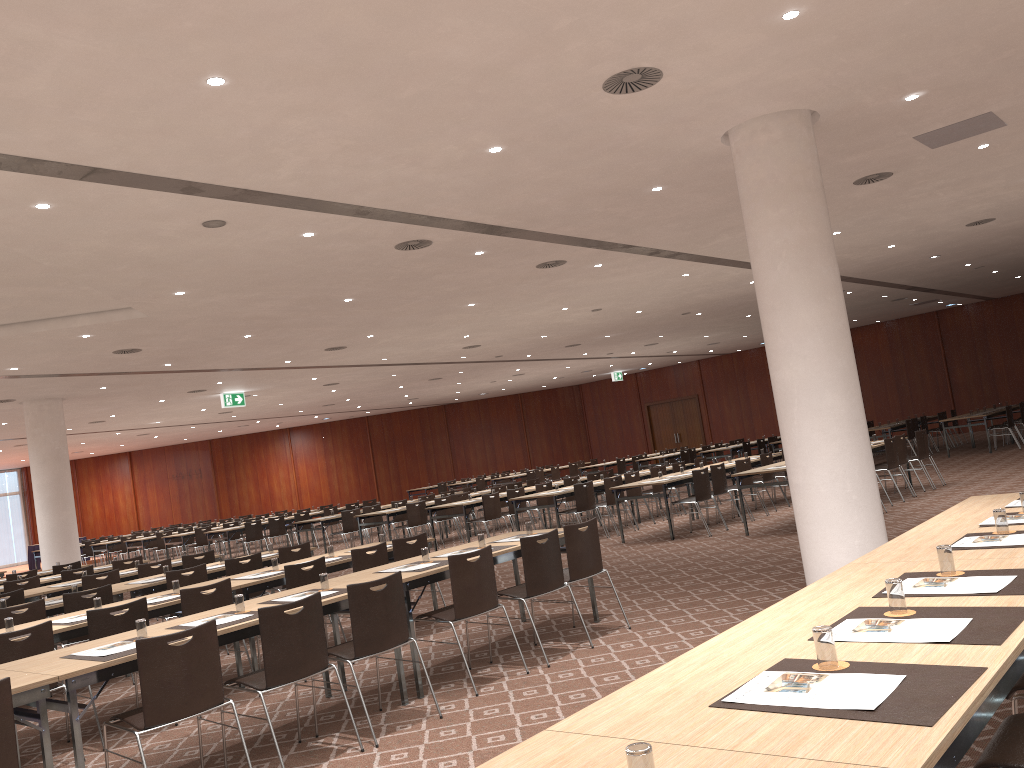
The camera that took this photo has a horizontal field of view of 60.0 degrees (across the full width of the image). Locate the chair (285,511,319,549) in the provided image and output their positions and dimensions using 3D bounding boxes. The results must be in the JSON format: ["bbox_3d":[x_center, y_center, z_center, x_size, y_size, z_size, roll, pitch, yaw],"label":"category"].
[{"bbox_3d":[-5.073,3.546,21.219,0.614,0.939,0.535,-12,-5,40],"label":"chair"}]

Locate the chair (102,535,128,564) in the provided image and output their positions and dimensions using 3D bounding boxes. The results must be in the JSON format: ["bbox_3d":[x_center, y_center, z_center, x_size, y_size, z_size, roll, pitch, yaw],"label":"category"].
[{"bbox_3d":[-11.618,4.921,25.926,0.614,0.939,0.535,-12,-5,41],"label":"chair"}]

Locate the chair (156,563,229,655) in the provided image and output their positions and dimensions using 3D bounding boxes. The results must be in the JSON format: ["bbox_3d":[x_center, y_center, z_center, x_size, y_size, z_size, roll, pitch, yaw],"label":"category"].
[{"bbox_3d":[-3.317,2.326,8.966,0.614,0.939,0.535,-12,-5,41],"label":"chair"}]

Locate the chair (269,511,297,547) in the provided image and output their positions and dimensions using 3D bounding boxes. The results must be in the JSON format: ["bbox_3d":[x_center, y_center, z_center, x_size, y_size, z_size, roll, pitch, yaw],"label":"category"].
[{"bbox_3d":[-5.977,3.840,23.207,0.614,0.939,0.535,-12,-5,39],"label":"chair"}]

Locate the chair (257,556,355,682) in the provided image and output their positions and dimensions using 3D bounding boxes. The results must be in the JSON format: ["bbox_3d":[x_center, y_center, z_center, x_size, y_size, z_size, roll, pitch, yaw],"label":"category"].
[{"bbox_3d":[-1.811,1.986,7.571,0.614,0.939,0.535,-12,-5,37],"label":"chair"}]

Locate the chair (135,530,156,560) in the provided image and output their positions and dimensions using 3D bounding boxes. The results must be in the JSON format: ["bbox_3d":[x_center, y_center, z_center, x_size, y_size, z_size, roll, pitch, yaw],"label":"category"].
[{"bbox_3d":[-11.045,4.868,26.389,0.614,0.939,0.535,-12,-5,38],"label":"chair"}]

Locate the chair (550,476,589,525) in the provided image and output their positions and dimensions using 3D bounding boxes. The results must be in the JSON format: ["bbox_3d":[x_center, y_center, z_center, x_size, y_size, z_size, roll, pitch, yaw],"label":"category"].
[{"bbox_3d":[1.066,2.283,17.134,0.614,0.939,0.535,-12,-5,40],"label":"chair"}]

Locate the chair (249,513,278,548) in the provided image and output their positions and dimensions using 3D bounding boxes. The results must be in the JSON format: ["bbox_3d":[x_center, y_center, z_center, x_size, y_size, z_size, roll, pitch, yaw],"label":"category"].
[{"bbox_3d":[-7.060,4.145,24.984,0.614,0.939,0.535,-12,-5,42],"label":"chair"}]

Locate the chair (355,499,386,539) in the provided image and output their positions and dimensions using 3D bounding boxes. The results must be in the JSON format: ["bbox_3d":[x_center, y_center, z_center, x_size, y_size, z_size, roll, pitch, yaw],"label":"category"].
[{"bbox_3d":[-3.725,3.471,22.936,0.614,0.939,0.535,-12,-5,43],"label":"chair"}]

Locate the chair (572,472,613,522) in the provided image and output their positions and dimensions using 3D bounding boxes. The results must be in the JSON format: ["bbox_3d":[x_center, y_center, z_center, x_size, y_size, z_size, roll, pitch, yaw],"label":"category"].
[{"bbox_3d":[1.545,2.244,17.588,0.614,0.939,0.535,-12,-5,39],"label":"chair"}]

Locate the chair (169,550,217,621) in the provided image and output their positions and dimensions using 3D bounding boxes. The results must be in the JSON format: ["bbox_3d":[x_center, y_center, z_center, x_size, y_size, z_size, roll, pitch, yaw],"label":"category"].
[{"bbox_3d":[-3.978,2.600,11.177,0.614,0.939,0.535,-12,-5,42],"label":"chair"}]

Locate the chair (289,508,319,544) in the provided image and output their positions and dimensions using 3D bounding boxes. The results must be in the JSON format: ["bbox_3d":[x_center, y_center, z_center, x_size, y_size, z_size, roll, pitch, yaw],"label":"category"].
[{"bbox_3d":[-5.634,3.835,23.827,0.614,0.939,0.535,-12,-5,42],"label":"chair"}]

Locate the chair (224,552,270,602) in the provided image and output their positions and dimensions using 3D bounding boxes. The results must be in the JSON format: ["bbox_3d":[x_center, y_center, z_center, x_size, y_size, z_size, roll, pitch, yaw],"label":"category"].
[{"bbox_3d":[-2.871,2.289,9.375,0.614,0.939,0.535,-12,-5,41],"label":"chair"}]

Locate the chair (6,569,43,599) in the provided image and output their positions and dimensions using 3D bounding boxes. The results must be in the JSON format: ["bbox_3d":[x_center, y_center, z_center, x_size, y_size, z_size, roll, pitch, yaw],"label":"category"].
[{"bbox_3d":[-7.363,3.286,13.289,0.614,0.939,0.535,-12,-5,40],"label":"chair"}]

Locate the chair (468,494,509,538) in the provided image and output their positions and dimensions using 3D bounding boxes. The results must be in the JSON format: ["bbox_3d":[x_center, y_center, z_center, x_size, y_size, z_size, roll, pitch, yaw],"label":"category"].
[{"bbox_3d":[-0.425,2.376,15.373,0.614,0.939,0.535,-12,-5,38],"label":"chair"}]

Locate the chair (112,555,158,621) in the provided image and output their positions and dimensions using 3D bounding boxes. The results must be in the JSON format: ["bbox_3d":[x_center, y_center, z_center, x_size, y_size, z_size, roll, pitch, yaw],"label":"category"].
[{"bbox_3d":[-5.443,2.928,12.501,0.614,0.939,0.535,-12,-5,40],"label":"chair"}]

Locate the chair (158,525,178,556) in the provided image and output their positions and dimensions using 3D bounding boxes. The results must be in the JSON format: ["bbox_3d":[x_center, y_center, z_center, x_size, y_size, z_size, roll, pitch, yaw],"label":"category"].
[{"bbox_3d":[-10.481,4.842,27.179,0.614,0.939,0.535,-12,-5,38],"label":"chair"}]

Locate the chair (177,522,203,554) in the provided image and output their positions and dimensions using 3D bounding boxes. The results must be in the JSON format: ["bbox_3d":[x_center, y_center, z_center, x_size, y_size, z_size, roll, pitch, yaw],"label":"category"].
[{"bbox_3d":[-10.051,4.806,27.563,0.614,0.939,0.535,-12,-5,40],"label":"chair"}]

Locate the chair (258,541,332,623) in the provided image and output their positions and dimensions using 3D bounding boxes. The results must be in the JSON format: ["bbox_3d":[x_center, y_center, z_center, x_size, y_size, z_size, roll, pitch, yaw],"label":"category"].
[{"bbox_3d":[-2.473,2.268,9.898,0.614,0.939,0.535,-12,-5,37],"label":"chair"}]

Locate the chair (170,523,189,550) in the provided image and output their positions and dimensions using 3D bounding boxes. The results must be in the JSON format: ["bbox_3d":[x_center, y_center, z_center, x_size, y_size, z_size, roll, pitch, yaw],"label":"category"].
[{"bbox_3d":[-11.138,5.111,29.335,0.614,0.939,0.535,-12,-5,40],"label":"chair"}]

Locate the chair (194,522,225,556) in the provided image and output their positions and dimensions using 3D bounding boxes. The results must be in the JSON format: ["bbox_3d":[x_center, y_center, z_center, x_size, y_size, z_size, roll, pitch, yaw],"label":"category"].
[{"bbox_3d":[-8.132,4.212,23.717,0.614,0.939,0.535,-12,-5,38],"label":"chair"}]

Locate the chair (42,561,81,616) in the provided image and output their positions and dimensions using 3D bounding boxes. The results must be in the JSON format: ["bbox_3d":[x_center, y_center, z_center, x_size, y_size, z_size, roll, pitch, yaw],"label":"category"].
[{"bbox_3d":[-6.929,3.254,13.750,0.614,0.939,0.535,-12,-5,38],"label":"chair"}]

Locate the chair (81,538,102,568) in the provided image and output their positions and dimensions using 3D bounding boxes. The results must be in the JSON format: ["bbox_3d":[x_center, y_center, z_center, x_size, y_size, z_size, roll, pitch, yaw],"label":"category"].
[{"bbox_3d":[-13.025,5.239,27.230,0.614,0.939,0.535,-12,-5,38],"label":"chair"}]

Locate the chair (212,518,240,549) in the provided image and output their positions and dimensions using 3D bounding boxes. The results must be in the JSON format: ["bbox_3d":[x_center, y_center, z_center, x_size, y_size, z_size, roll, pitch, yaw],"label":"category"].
[{"bbox_3d":[-8.558,4.485,26.395,0.614,0.939,0.535,-12,-5,38],"label":"chair"}]

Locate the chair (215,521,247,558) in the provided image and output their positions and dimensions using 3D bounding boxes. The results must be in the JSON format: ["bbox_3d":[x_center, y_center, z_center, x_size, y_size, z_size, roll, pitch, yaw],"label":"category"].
[{"bbox_3d":[-7.001,3.904,21.997,0.614,0.939,0.535,-12,-5,42],"label":"chair"}]

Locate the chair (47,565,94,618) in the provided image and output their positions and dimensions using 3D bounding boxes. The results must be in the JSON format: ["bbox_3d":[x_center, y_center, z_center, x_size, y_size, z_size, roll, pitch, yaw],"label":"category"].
[{"bbox_3d":[-5.876,2.951,11.937,0.614,0.939,0.535,-12,-5,38],"label":"chair"}]

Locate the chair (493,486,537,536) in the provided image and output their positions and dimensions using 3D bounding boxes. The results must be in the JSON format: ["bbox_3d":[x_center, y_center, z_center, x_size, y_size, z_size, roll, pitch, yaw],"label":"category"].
[{"bbox_3d":[0.025,2.353,15.971,0.614,0.939,0.535,-12,-5,41],"label":"chair"}]

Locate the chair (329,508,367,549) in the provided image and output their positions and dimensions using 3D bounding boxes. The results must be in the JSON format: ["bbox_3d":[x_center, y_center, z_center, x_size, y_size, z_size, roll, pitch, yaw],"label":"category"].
[{"bbox_3d":[-3.326,3.023,17.946,0.614,0.939,0.535,-12,-5,40],"label":"chair"}]

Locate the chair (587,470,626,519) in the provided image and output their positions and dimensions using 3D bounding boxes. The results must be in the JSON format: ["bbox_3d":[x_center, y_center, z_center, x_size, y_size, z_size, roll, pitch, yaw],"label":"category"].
[{"bbox_3d":[1.864,2.238,18.143,0.614,0.939,0.535,-12,-5,42],"label":"chair"}]

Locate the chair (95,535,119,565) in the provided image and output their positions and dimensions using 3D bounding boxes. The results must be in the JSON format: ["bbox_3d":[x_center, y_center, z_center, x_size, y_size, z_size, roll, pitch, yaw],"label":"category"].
[{"bbox_3d":[-12.691,5.225,27.715,0.614,0.939,0.535,-12,-5,42],"label":"chair"}]

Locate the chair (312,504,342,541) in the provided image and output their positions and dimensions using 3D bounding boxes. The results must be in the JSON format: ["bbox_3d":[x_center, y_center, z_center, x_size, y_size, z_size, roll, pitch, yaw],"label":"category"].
[{"bbox_3d":[-5.112,3.785,24.229,0.614,0.939,0.535,-12,-5,40],"label":"chair"}]

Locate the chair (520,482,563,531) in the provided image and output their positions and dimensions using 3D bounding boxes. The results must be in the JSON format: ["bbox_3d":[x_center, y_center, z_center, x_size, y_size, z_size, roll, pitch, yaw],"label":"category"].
[{"bbox_3d":[0.510,2.309,16.365,0.614,0.939,0.535,-12,-5,40],"label":"chair"}]

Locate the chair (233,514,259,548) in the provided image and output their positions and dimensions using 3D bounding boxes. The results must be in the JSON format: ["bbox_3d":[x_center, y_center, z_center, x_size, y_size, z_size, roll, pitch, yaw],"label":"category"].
[{"bbox_3d":[-8.095,4.446,26.818,0.614,0.939,0.535,-12,-5,41],"label":"chair"}]

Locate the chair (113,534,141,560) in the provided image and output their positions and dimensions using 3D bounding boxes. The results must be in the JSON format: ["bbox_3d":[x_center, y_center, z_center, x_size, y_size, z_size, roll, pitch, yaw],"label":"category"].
[{"bbox_3d":[-10.495,4.614,24.197,0.614,0.939,0.535,-12,-5,39],"label":"chair"}]

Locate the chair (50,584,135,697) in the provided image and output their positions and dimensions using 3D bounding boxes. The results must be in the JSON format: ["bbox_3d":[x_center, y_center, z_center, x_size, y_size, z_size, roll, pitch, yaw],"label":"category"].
[{"bbox_3d":[-3.925,2.360,8.182,0.614,0.939,0.535,-12,-5,43],"label":"chair"}]

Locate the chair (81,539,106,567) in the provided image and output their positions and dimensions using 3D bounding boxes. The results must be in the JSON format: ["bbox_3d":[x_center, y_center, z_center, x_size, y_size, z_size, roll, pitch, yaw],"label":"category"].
[{"bbox_3d":[-12.015,4.939,25.368,0.614,0.939,0.535,-12,-5,42],"label":"chair"}]

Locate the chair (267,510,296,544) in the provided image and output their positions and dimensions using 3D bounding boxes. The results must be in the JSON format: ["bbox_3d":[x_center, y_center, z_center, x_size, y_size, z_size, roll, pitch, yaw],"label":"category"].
[{"bbox_3d":[-6.707,4.139,25.615,0.614,0.939,0.535,-12,-5,38],"label":"chair"}]

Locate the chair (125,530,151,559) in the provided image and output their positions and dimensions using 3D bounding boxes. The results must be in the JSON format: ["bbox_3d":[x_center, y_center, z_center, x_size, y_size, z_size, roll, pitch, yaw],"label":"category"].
[{"bbox_3d":[-11.994,5.165,28.324,0.614,0.939,0.535,-12,-5,38],"label":"chair"}]

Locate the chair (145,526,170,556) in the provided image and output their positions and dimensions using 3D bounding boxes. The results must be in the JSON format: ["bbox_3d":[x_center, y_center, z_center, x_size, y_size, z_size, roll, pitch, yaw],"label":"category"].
[{"bbox_3d":[-11.591,5.149,28.924,0.614,0.939,0.535,-12,-5,37],"label":"chair"}]

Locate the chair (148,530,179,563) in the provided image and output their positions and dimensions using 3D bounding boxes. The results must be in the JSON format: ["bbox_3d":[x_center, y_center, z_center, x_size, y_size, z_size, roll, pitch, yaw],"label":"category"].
[{"bbox_3d":[-9.012,4.284,22.893,0.614,0.939,0.535,-12,-5,40],"label":"chair"}]

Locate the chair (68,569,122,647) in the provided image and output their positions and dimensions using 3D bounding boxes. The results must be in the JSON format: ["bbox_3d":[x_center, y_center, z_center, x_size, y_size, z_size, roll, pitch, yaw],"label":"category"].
[{"bbox_3d":[-4.771,2.649,10.239,0.614,0.939,0.535,-12,-5,40],"label":"chair"}]

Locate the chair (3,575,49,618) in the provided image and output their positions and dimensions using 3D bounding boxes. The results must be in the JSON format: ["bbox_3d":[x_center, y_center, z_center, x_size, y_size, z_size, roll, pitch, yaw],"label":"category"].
[{"bbox_3d":[-6.359,2.991,11.484,0.614,0.939,0.535,-12,-5,42],"label":"chair"}]

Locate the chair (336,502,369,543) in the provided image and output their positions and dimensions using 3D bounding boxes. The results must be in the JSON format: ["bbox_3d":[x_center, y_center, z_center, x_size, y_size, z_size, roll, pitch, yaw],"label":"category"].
[{"bbox_3d":[-4.081,3.484,22.391,0.614,0.939,0.535,-12,-5,39],"label":"chair"}]

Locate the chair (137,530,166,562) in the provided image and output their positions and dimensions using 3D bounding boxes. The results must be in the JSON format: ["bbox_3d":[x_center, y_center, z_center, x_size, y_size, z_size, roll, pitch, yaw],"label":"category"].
[{"bbox_3d":[-10.008,4.566,24.558,0.614,0.939,0.535,-12,-5,41],"label":"chair"}]

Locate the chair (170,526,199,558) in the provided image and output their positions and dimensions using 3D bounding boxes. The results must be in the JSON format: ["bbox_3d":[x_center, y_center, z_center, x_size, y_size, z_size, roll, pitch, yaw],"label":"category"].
[{"bbox_3d":[-8.607,4.251,23.280,0.614,0.939,0.535,-12,-5,37],"label":"chair"}]

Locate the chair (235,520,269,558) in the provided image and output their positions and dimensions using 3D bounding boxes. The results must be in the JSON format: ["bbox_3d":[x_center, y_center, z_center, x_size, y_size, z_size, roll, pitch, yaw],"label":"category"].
[{"bbox_3d":[-5.933,3.600,20.203,0.614,0.939,0.535,-12,-5,42],"label":"chair"}]

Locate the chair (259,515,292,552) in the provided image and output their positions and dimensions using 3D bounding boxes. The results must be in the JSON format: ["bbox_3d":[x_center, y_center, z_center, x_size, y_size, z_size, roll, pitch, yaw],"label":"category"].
[{"bbox_3d":[-5.556,3.586,20.772,0.614,0.939,0.535,-12,-5,41],"label":"chair"}]

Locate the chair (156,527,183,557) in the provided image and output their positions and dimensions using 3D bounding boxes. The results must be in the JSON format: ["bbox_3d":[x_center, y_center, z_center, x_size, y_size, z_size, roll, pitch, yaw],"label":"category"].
[{"bbox_3d":[-9.684,4.556,25.064,0.614,0.939,0.535,-12,-5,37],"label":"chair"}]

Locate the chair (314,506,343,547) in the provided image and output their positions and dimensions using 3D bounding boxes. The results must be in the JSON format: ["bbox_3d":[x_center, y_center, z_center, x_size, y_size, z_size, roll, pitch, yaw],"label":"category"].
[{"bbox_3d":[-4.555,3.530,22.045,0.614,0.939,0.535,-12,-5,40],"label":"chair"}]

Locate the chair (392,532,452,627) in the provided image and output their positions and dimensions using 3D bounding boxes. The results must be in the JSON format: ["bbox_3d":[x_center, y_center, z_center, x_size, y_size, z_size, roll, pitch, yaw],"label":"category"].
[{"bbox_3d":[-1.035,1.946,8.605,0.614,0.939,0.535,-12,-5,42],"label":"chair"}]

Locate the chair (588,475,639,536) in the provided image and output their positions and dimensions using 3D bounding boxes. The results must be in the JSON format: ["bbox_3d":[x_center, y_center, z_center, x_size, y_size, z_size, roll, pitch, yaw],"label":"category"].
[{"bbox_3d":[1.619,2.002,14.619,0.614,0.939,0.535,-12,-5,43],"label":"chair"}]

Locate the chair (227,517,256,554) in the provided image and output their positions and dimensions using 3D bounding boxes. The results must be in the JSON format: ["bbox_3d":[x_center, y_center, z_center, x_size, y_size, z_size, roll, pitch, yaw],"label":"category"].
[{"bbox_3d":[-7.524,4.183,24.560,0.614,0.939,0.535,-12,-5,42],"label":"chair"}]

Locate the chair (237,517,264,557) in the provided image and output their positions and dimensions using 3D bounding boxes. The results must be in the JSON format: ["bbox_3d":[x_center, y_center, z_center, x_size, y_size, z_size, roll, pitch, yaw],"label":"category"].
[{"bbox_3d":[-6.630,3.890,22.560,0.614,0.939,0.535,-12,-5,39],"label":"chair"}]

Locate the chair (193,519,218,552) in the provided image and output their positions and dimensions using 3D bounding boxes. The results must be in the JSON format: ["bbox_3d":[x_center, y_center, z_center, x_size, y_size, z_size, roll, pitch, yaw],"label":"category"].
[{"bbox_3d":[-9.764,4.804,28.117,0.614,0.939,0.535,-12,-5,42],"label":"chair"}]

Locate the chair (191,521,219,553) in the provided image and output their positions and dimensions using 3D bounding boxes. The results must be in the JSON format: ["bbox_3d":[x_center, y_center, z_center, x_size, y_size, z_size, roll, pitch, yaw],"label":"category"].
[{"bbox_3d":[-9.026,4.521,25.932,0.614,0.939,0.535,-12,-5,41],"label":"chair"}]

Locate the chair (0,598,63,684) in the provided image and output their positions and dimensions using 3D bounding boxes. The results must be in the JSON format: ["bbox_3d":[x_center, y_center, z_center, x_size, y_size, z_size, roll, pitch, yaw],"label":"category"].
[{"bbox_3d":[-4.295,2.379,7.693,0.614,0.939,0.535,-12,-5,41],"label":"chair"}]

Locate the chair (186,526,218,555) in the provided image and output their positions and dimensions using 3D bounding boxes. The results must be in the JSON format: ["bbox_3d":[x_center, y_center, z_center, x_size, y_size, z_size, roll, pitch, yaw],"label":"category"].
[{"bbox_3d":[-7.544,3.955,21.571,0.614,0.939,0.535,-12,-5,41],"label":"chair"}]
